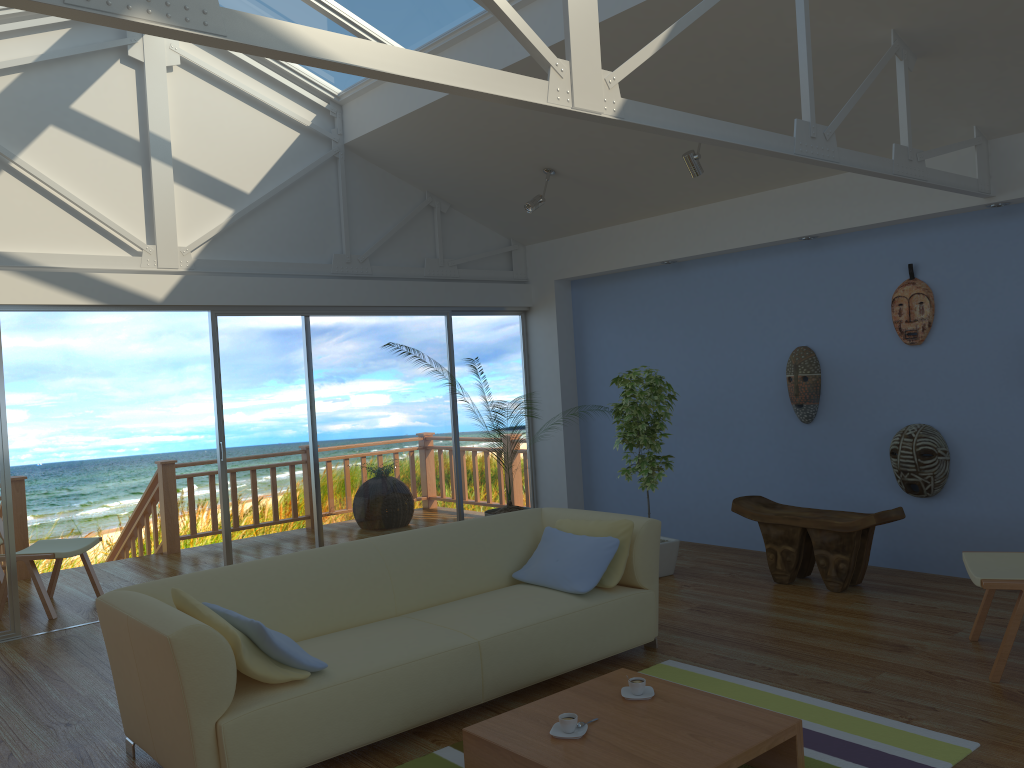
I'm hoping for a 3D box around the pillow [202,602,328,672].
[{"bbox_3d":[-0.945,0.950,3.354,0.272,0.244,0.566,-4,1,-43],"label":"pillow"}]

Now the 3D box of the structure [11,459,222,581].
[{"bbox_3d":[-3.573,1.600,7.629,6.950,2.064,4.086,-4,1,-40],"label":"structure"}]

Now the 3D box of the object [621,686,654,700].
[{"bbox_3d":[0.457,1.125,3.221,0.118,0.016,0.118,-3,1,5],"label":"object"}]

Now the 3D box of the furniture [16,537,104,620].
[{"bbox_3d":[-3.165,1.318,6.059,0.449,0.427,0.619,-3,1,5],"label":"furniture"}]

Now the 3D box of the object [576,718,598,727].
[{"bbox_3d":[0.253,1.134,2.979,0.025,0.021,0.119,-3,1,41],"label":"object"}]

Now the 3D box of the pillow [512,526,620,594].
[{"bbox_3d":[0.251,0.867,4.362,0.272,0.244,0.566,-4,1,-38],"label":"pillow"}]

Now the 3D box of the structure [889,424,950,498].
[{"bbox_3d":[2.494,0.486,5.497,0.185,0.466,0.359,-4,1,-40],"label":"structure"}]

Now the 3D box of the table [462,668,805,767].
[{"bbox_3d":[0.398,1.235,2.964,0.800,0.198,0.800,-4,1,-40],"label":"table"}]

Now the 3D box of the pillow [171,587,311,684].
[{"bbox_3d":[-1.015,0.917,3.285,0.275,0.312,0.571,-4,1,-43],"label":"pillow"}]

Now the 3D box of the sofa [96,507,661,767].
[{"bbox_3d":[-0.428,1.029,3.957,2.448,0.597,0.950,-4,1,-40],"label":"sofa"}]

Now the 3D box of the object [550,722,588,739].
[{"bbox_3d":[0.188,1.144,2.922,0.118,0.016,0.118,-3,1,16],"label":"object"}]

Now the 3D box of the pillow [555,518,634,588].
[{"bbox_3d":[0.351,0.823,4.434,0.201,0.311,0.559,-4,1,-40],"label":"pillow"}]

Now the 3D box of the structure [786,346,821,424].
[{"bbox_3d":[1.988,0.010,6.111,0.115,0.541,0.254,-4,1,-40],"label":"structure"}]

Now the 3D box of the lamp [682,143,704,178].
[{"bbox_3d":[1.129,-1.442,5.427,0.195,0.351,0.127,-4,1,-23],"label":"lamp"}]

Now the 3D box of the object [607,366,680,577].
[{"bbox_3d":[0.915,0.580,5.932,0.495,1.409,0.699,-3,1,3],"label":"object"}]

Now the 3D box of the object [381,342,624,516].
[{"bbox_3d":[0.054,0.480,6.734,1.563,1.695,1.706,-3,1,41],"label":"object"}]

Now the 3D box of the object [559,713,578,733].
[{"bbox_3d":[0.186,1.120,2.930,0.062,0.049,0.078,-4,1,-4],"label":"object"}]

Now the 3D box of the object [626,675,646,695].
[{"bbox_3d":[0.458,1.087,3.230,0.062,0.077,0.086,-3,1,20],"label":"object"}]

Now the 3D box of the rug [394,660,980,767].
[{"bbox_3d":[0.393,1.344,2.975,2.100,0.018,1.400,-4,1,-40],"label":"rug"}]

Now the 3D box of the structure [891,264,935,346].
[{"bbox_3d":[2.485,-0.494,5.523,0.063,0.508,0.264,-4,1,-40],"label":"structure"}]

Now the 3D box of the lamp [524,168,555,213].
[{"bbox_3d":[0.200,-1.408,6.480,0.254,0.327,0.118,-4,1,-23],"label":"lamp"}]

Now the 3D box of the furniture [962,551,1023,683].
[{"bbox_3d":[2.284,1.010,3.912,0.449,0.427,0.619,-3,1,20],"label":"furniture"}]

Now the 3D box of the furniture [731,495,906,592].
[{"bbox_3d":[1.863,0.979,5.463,0.329,0.507,1.100,-4,1,-40],"label":"furniture"}]
